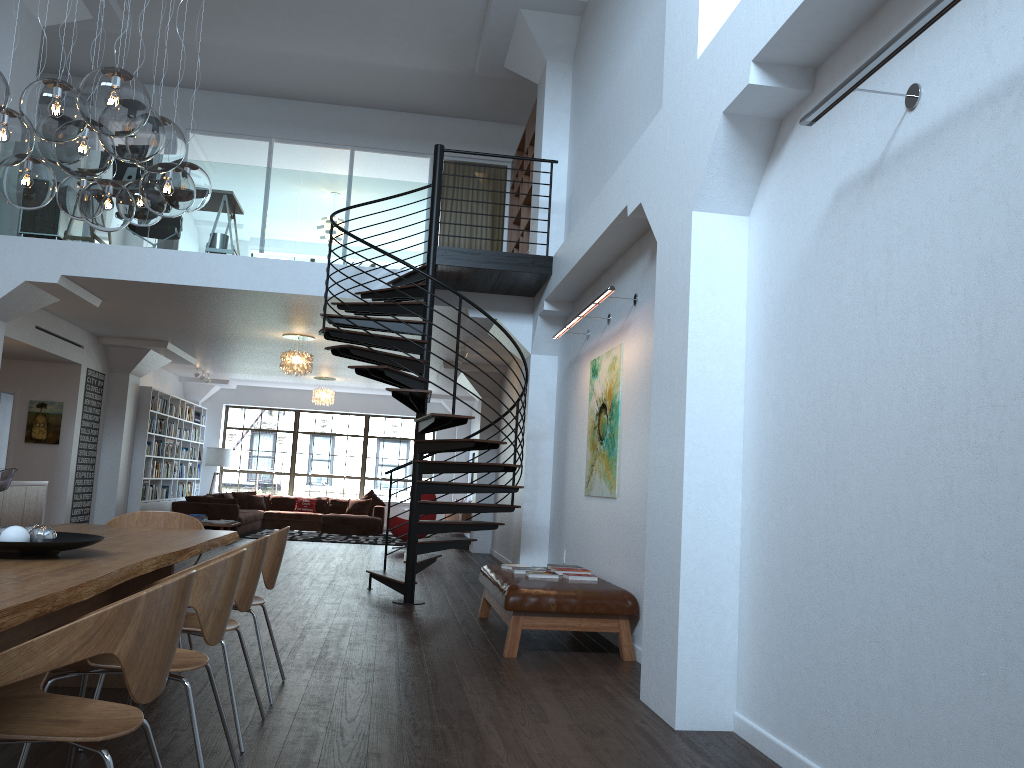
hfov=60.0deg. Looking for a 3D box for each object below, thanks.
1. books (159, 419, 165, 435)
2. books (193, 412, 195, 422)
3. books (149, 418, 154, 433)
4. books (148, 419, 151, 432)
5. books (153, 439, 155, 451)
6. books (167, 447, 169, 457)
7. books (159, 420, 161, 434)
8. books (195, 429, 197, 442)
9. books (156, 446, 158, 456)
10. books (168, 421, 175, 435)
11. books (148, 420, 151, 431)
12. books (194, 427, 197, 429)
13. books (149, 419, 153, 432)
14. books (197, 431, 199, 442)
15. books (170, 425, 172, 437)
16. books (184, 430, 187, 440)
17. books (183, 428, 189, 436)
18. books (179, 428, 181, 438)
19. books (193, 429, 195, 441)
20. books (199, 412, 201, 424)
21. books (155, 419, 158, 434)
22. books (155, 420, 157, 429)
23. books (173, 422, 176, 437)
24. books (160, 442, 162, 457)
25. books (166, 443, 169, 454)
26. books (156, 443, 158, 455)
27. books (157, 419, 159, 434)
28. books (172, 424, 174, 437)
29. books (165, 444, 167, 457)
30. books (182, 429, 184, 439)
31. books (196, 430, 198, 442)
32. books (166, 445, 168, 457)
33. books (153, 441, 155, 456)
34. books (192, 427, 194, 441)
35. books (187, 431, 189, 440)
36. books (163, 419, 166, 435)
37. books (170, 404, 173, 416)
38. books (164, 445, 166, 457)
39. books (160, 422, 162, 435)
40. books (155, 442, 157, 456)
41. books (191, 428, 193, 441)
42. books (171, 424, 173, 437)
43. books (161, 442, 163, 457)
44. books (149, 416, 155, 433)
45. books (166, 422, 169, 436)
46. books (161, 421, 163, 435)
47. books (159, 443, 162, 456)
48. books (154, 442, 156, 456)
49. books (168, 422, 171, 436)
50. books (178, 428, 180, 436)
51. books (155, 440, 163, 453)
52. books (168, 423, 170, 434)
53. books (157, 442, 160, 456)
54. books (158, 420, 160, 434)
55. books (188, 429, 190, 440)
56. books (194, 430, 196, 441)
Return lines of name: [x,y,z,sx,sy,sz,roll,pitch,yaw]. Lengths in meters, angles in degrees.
books: [-6.271,0.761,15.710,0.198,0.284,0.049,4,-7,-7]
books: [-6.541,0.668,18.009,0.161,0.223,0.032,4,-7,-7]
books: [-6.135,0.697,14.908,0.174,0.242,0.105,4,-7,-7]
books: [-6.118,0.691,14.794,0.152,0.232,0.104,4,-7,-7]
books: [-6.197,1.073,15.081,0.197,0.283,0.065,4,-7,-7]
books: [-6.342,1.233,16.191,0.161,0.207,0.135,4,-7,-8]
books: [-6.232,0.753,15.486,0.183,0.253,0.042,4,-7,-7]
books: [-6.597,1.054,18.256,0.183,0.253,0.034,4,-7,-8]
books: [-6.227,1.135,15.358,0.161,0.223,0.026,4,-7,-7]
books: [-6.352,0.836,16.423,0.176,0.290,0.053,4,-7,-7]
books: [-6.119,0.694,14.764,0.161,0.218,0.101,4,-7,-7]
books: [-6.610,1.039,18.291,0.176,0.290,0.036,4,-7,-8]
books: [-6.120,0.692,14.826,0.172,0.235,0.112,4,-7,-7]
books: [-6.635,1.096,18.506,0.161,0.223,0.026,4,-7,-8]
books: [-6.318,0.849,16.227,0.161,0.223,0.027,4,-7,-7]
books: [-6.509,1.008,17.522,0.134,0.184,0.030,4,-7,-7]
books: [-6.531,1.005,17.705,0.140,0.231,0.042,4,-7,-7]
books: [-6.422,0.942,16.983,0.146,0.202,0.027,4,-7,-7]
books: [-6.577,1.037,18.097,0.183,0.253,0.034,4,-7,-8]
books: [-6.629,0.714,18.578,0.183,0.253,0.042,4,-7,-7]
books: [-6.195,0.728,15.251,0.183,0.253,0.042,4,-7,-7]
books: [-6.185,0.728,15.161,0.174,0.236,0.142,4,-7,-7]
books: [-6.364,0.845,16.482,0.197,0.283,0.065,4,-7,-7]
books: [-6.264,1.145,15.599,0.182,0.253,0.034,4,-7,-7]
books: [-6.335,1.196,16.073,0.183,0.253,0.042,4,-7,-7]
books: [-6.221,1.132,15.332,0.161,0.223,0.027,4,-7,-7]
books: [-6.213,0.734,15.336,0.180,0.259,0.042,4,-7,-7]
books: [-6.337,0.853,16.345,0.174,0.239,0.045,4,-7,-7]
books: [-6.310,1.191,15.963,0.174,0.240,0.054,4,-7,-7]
books: [-6.453,0.967,17.211,0.146,0.202,0.027,4,-7,-7]
books: [-6.635,1.072,18.433,0.183,0.253,0.034,4,-7,-8]
books: [-6.317,1.208,16.037,0.161,0.223,0.032,4,-7,-7]
books: [-6.201,1.077,15.142,0.176,0.290,0.053,4,-7,-7]
books: [-6.570,1.010,18.023,0.176,0.290,0.053,4,-7,-8]
books: [-6.522,1.021,17.663,0.139,0.191,0.036,4,-7,-7]
books: [-6.261,0.765,15.764,0.176,0.291,0.053,4,-7,-7]
books: [-6.303,0.476,16.263,0.140,0.231,0.042,4,-7,-7]
books: [-6.306,1.195,15.919,0.161,0.223,0.032,4,-7,-7]
books: [-6.224,0.773,15.523,0.161,0.223,0.032,4,-7,-7]
books: [-6.218,1.113,15.266,0.170,0.245,0.057,4,-7,-7]
books: [-6.563,1.001,17.913,0.198,0.284,0.066,4,-7,-8]
books: [-6.333,0.844,16.294,0.170,0.245,0.057,4,-7,-7]
books: [-6.258,1.150,15.633,0.182,0.253,0.034,4,-7,-7]
books: [-6.136,0.683,14.988,0.176,0.290,0.053,4,-7,-7]
books: [-6.272,0.802,15.930,0.182,0.253,0.034,4,-7,-7]
books: [-6.238,0.773,15.598,0.174,0.240,0.054,4,-7,-7]
books: [-6.252,1.148,15.560,0.174,0.239,0.045,4,-7,-7]
books: [-6.208,1.111,15.215,0.174,0.239,0.045,4,-7,-7]
books: [-6.301,0.820,16.101,0.182,0.253,0.034,4,-7,-7]
books: [-6.417,0.941,16.923,0.139,0.191,0.036,4,-7,-7]
books: [-6.276,1.137,15.696,0.176,0.294,0.102,4,-7,-7]
books: [-6.287,0.816,16.001,0.174,0.239,0.045,4,-7,-7]
books: [-6.240,1.131,15.461,0.182,0.253,0.034,4,-7,-7]
books: [-6.219,0.749,15.414,0.171,0.246,0.039,4,-7,-7]
books: [-6.541,1.012,17.752,0.158,0.226,0.052,4,-7,-7]
books: [-6.603,1.056,18.215,0.174,0.240,0.045,4,-7,-8]
